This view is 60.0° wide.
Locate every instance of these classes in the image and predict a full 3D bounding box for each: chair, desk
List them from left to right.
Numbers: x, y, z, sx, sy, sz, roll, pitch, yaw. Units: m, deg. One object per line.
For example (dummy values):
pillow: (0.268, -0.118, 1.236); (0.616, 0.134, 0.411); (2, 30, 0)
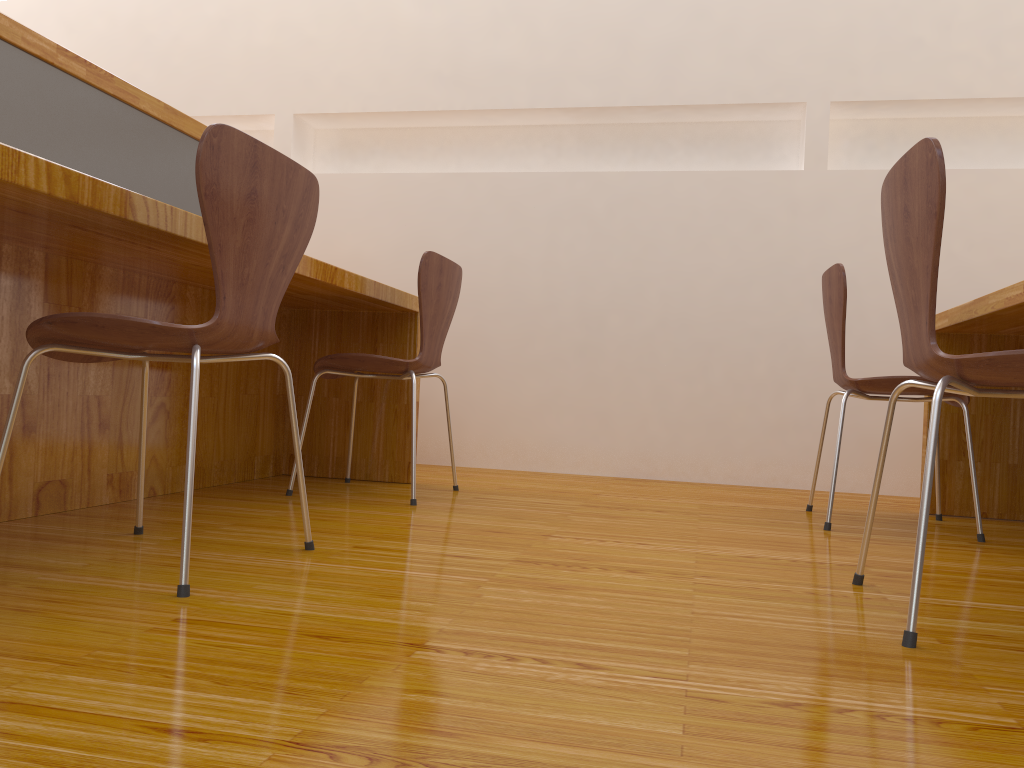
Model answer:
desk: (-1.246, -0.248, 1.486); (1.248, 1.022, 3.216); (3, -1, 12)
chair: (-0.578, -0.043, 1.494); (0.381, 0.693, 0.428); (3, -1, 12)
chair: (-0.376, -0.021, 2.594); (0.381, 0.693, 0.428); (3, -1, 12)
chair: (1.037, 0.041, 2.420); (0.381, 0.693, 0.428); (3, -1, 12)
chair: (0.759, 0.016, 1.335); (0.381, 0.693, 0.428); (3, -1, 12)
desk: (1.685, 0.185, 1.067); (1.527, 0.785, 3.243); (3, -1, 12)
